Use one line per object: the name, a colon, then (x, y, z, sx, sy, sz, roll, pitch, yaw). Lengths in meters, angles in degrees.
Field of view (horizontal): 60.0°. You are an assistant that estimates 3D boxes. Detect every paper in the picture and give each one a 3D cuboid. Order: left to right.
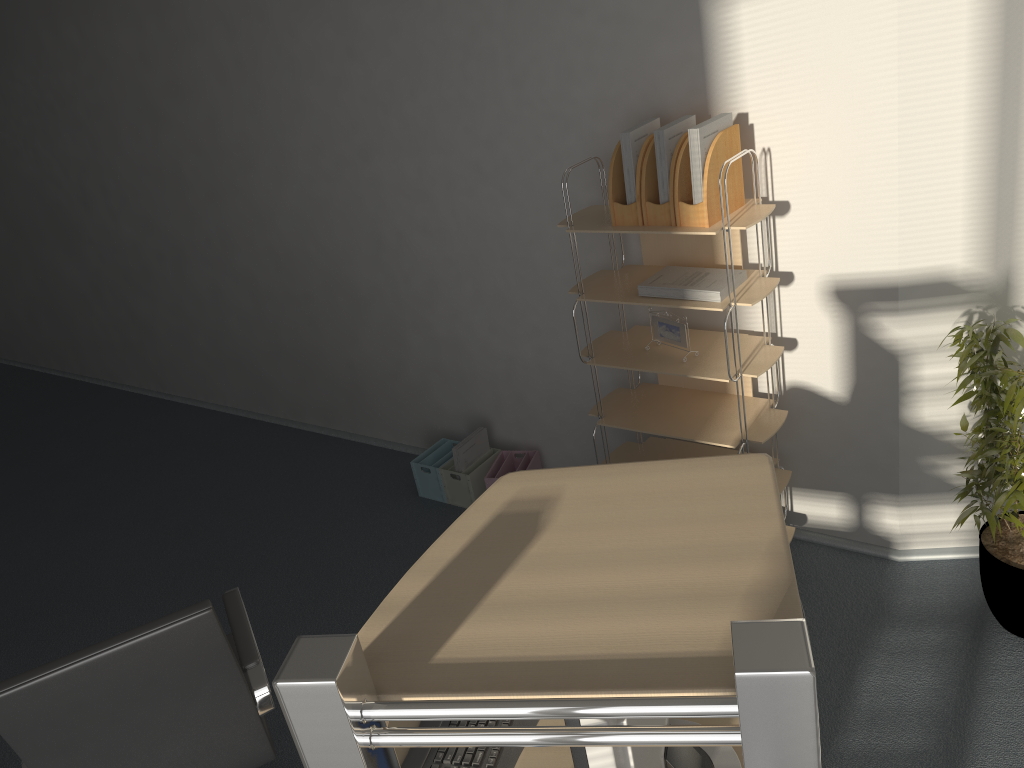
paper: (-0.179, 0.382, 4.161, 0.068, 0.306, 0.220, 8, 31, 37)
paper: (0.436, -0.702, 2.921, 0.045, 0.297, 0.213, 7, 30, 35)
paper: (0.534, -0.688, 2.847, 0.045, 0.297, 0.213, 9, 31, 38)
paper: (0.606, -0.339, 2.980, 0.297, 0.046, 0.213, 8, 31, 37)
paper: (0.628, -0.671, 2.767, 0.045, 0.297, 0.213, 11, 32, 40)

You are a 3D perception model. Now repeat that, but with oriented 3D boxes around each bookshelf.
bookshelf: (0.605, -0.028, 3.197, 0.724, 1.572, 0.381, 8, 31, 37)

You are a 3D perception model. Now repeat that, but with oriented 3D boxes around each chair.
chair: (-0.923, 0.943, 2.385, 0.584, 1.048, 0.652, -20, 26, -18)

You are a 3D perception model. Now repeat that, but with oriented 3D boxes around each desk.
desk: (0.073, 0.683, 1.878, 0.967, 1.566, 1.469, -6, 25, 13)

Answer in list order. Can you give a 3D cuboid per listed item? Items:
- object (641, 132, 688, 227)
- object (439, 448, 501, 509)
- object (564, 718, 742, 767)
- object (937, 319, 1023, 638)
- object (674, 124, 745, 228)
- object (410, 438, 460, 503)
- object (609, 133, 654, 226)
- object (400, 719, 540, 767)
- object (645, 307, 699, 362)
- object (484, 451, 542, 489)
object: (0.521, -0.672, 2.867, 0.113, 0.259, 0.243, 9, 31, 38)
object: (-0.178, 0.443, 4.198, 0.185, 0.202, 0.245, 8, 31, 37)
object: (0.231, 0.498, 1.437, 0.245, 0.418, 0.516, 1, 27, 26)
object: (1.586, 0.274, 2.631, 0.644, 1.147, 0.544, 9, 32, 38)
object: (0.616, -0.655, 2.788, 0.113, 0.259, 0.243, 11, 32, 40)
object: (-0.325, 0.423, 4.309, 0.185, 0.202, 0.245, 8, 31, 37)
object: (0.422, -0.686, 2.940, 0.113, 0.259, 0.243, 7, 30, 35)
object: (0.168, 0.768, 1.800, 0.814, 0.082, 0.478, -2, 26, 20)
object: (0.553, -0.181, 3.113, 0.077, 0.161, 0.192, -25, 27, -27)
object: (0.017, 0.456, 4.083, 0.185, 0.202, 0.245, -2, 26, 21)
